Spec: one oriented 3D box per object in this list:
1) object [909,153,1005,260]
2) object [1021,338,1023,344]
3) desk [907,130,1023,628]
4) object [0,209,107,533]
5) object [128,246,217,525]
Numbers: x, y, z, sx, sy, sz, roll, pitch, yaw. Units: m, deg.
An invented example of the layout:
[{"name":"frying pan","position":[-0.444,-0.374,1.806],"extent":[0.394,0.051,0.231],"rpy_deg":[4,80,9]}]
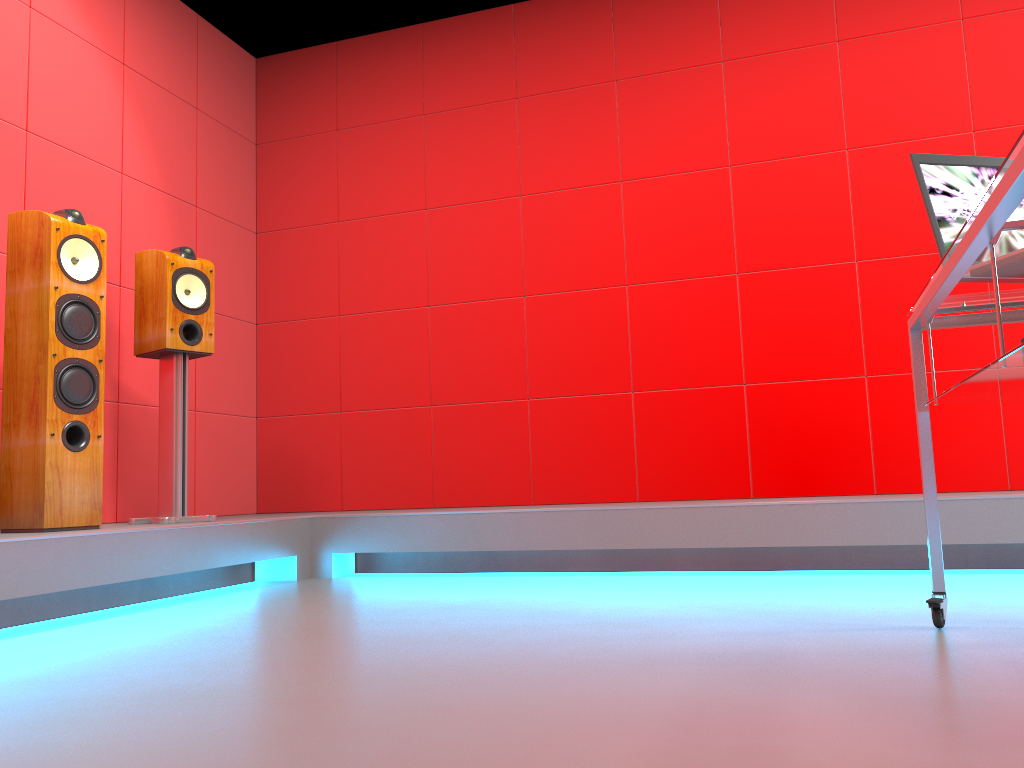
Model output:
[{"name":"object","position":[1.012,-0.348,1.653],"extent":[0.342,0.285,0.340],"rpy_deg":[-1,-7,-12]},{"name":"object","position":[1.057,-0.072,1.388],"extent":[0.365,0.092,0.435],"rpy_deg":[-4,-7,18]},{"name":"desk","position":[0.921,0.084,1.131],"extent":[0.594,0.690,1.617],"rpy_deg":[-4,-7,18]},{"name":"object","position":[-1.493,-0.051,2.900],"extent":[0.238,1.052,0.203],"rpy_deg":[-6,-8,28]},{"name":"object","position":[-1.301,0.000,3.412],"extent":[0.265,1.058,0.231],"rpy_deg":[-7,-9,38]}]
